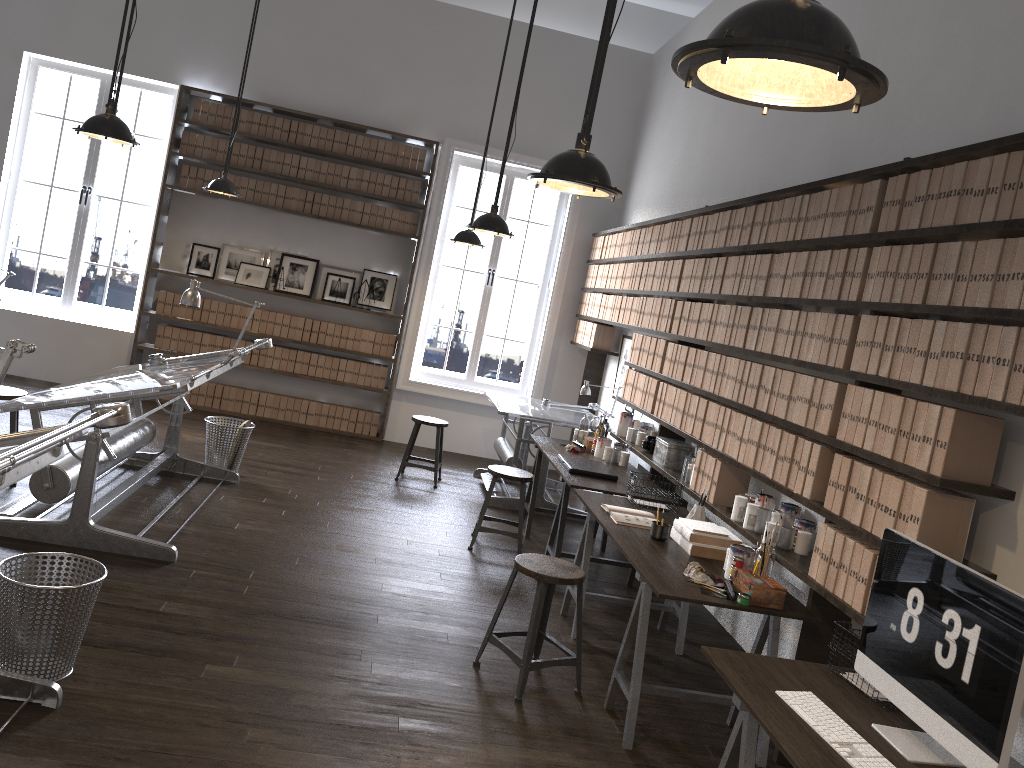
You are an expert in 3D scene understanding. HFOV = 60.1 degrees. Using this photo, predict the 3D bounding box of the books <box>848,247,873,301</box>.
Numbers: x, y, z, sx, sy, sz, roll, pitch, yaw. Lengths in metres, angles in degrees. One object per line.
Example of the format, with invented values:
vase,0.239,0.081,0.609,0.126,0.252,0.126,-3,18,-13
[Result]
books,1.473,-0.421,3.570,0.174,0.225,0.067,11,3,-8

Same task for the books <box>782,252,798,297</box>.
books,1.395,-0.497,4.198,0.174,0.225,0.067,11,3,-8

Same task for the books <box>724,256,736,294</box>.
books,1.302,-0.588,4.958,0.174,0.225,0.067,11,3,-8

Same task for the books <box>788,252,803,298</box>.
books,1.404,-0.489,4.136,0.174,0.225,0.067,11,3,-8

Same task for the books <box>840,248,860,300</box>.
books,1.466,-0.430,3.645,0.174,0.225,0.067,11,3,-8

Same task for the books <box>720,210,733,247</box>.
books,1.326,-0.885,5.164,0.174,0.225,0.067,11,3,-8

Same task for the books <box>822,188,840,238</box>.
books,1.484,-0.734,3.904,0.174,0.225,0.067,11,3,-8

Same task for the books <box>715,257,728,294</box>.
books,1.282,-0.605,5.096,0.174,0.225,0.067,11,3,-8

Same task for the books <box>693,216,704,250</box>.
books,1.267,-0.943,5.643,0.174,0.225,0.067,11,3,-8

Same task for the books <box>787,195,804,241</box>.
books,1.438,-0.777,4.255,0.174,0.225,0.067,11,3,-8

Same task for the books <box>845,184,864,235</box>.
books,1.511,-0.710,3.709,0.174,0.225,0.067,11,3,-8

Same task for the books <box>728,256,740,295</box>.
books,1.306,-0.581,4.895,0.174,0.225,0.067,11,3,-8

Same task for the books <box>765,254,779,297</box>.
books,1.373,-0.521,4.409,0.174,0.225,0.067,11,3,-8

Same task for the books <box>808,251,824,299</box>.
books,1.430,-0.464,3.933,0.174,0.225,0.067,11,3,-8

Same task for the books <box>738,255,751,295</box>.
books,1.327,-0.563,4.752,0.174,0.225,0.067,11,3,-8

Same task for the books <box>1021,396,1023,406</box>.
books,1.552,-0.028,2.486,0.174,0.225,0.067,11,3,-8

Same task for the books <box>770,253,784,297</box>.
books,1.380,-0.513,4.340,0.174,0.225,0.067,11,3,-8

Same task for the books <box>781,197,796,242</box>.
books,1.429,-0.785,4.327,0.174,0.225,0.067,11,3,-8

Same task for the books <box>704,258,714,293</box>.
books,1.261,-0.629,5.311,0.174,0.225,0.067,11,3,-8

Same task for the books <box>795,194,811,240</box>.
books,1.450,-0.767,4.184,0.174,0.225,0.067,11,3,-8

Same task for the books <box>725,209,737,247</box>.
books,1.340,-0.876,5.098,0.174,0.225,0.067,11,3,-8

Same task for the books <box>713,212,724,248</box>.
books,1.313,-0.900,5.292,0.174,0.225,0.067,11,3,-8

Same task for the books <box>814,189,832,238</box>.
books,1.474,-0.743,3.976,0.174,0.225,0.067,11,3,-8

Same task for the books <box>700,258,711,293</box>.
books,1.252,-0.638,5.382,0.174,0.225,0.067,11,3,-8

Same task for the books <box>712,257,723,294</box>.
books,1.279,-0.612,5.171,0.174,0.225,0.067,11,3,-8

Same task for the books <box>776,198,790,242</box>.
books,1.425,-0.792,4.390,0.174,0.225,0.067,11,3,-8

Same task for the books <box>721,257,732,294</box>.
books,1.297,-0.595,5.023,0.174,0.225,0.067,11,3,-8

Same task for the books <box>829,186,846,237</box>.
books,1.493,-0.726,3.842,0.174,0.225,0.067,11,3,-8

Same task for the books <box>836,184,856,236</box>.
books,1.497,-0.719,3.775,0.174,0.225,0.067,11,3,-8

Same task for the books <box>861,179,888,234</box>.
books,1.524,-0.694,3.568,0.174,0.225,0.067,11,3,-8

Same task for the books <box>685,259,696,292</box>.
books,1.215,-0.671,5.648,0.174,0.225,0.067,11,3,-8

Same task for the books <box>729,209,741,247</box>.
books,1.349,-0.868,5.027,0.174,0.225,0.067,11,3,-8

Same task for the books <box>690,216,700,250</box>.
books,1.258,-0.951,5.715,0.174,0.225,0.067,11,3,-8

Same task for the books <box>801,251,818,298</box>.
books,1.422,-0.473,4.004,0.174,0.225,0.067,11,3,-8

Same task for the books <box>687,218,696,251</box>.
books,1.255,-0.958,5.778,0.174,0.225,0.067,11,3,-8

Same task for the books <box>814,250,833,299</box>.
books,1.435,-0.457,3.863,0.174,0.225,0.067,11,3,-8

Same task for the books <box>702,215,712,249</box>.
books,1.291,-0.924,5.503,0.174,0.225,0.067,11,3,-8

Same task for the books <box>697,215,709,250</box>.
books,1.279,-0.933,5.572,0.174,0.225,0.067,11,3,-8

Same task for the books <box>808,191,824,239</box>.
books,1.469,-0.750,4.046,0.174,0.225,0.067,11,3,-8

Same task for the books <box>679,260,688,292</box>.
books,1.203,-0.686,5.787,0.174,0.225,0.067,11,3,-8

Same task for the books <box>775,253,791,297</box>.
books,1.384,-0.506,4.270,0.174,0.225,0.067,11,3,-8

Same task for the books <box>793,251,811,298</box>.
books,1.408,-0.482,4.069,0.174,0.225,0.067,11,3,-8

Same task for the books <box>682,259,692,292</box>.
books,1.210,-0.678,5.718,0.174,0.225,0.067,11,3,-8

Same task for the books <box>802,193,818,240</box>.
books,1.462,-0.758,4.115,0.174,0.225,0.067,11,3,-8

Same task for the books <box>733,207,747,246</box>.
books,1.353,-0.860,4.957,0.174,0.225,0.067,11,3,-8

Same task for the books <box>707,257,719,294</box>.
books,1.265,-0.622,5.241,0.174,0.225,0.067,11,3,-8

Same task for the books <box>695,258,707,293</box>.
books,1.238,-0.647,5.448,0.174,0.225,0.067,11,3,-8

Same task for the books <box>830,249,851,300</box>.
books,1.452,-0.440,3.718,0.174,0.225,0.067,11,3,-8

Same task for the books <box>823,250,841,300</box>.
books,1.448,-0.448,3.793,0.174,0.225,0.067,11,3,-8

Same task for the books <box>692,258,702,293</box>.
books,1.235,-0.654,5.514,0.174,0.225,0.067,11,3,-8

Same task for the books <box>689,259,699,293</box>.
books,1.225,-0.662,5.576,0.174,0.225,0.067,11,3,-8

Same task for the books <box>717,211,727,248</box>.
books,1.323,-0.892,5.230,0.174,0.225,0.067,11,3,-8

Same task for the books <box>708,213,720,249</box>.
books,1.303,-0.909,5.364,0.174,0.225,0.067,11,3,-8

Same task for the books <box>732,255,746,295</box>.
books,1.315,-0.572,4.823,0.174,0.225,0.067,11,3,-8

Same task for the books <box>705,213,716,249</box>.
books,1.298,-0.917,5.434,0.174,0.225,0.067,11,3,-8

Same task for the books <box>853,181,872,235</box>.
books,1.520,-0.702,3.639,0.174,0.225,0.067,11,3,-8
